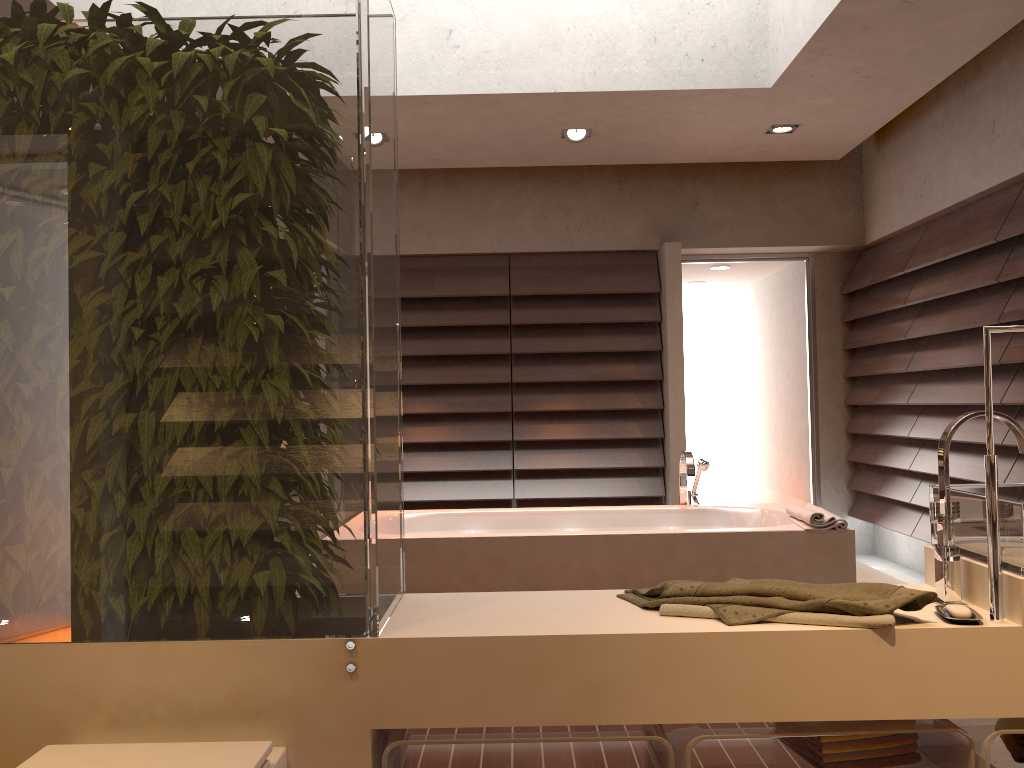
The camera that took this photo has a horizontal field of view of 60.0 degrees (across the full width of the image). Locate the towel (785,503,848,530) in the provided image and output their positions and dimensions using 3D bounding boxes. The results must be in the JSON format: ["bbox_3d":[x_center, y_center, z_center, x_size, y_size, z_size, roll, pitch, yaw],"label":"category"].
[{"bbox_3d":[1.192,0.516,3.492,0.159,0.068,0.396,-1,-1,6],"label":"towel"}]

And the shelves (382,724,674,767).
[{"bbox_3d":[0.031,0.813,1.632,0.487,0.436,0.368,-1,-1,0],"label":"shelves"}]

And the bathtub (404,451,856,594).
[{"bbox_3d":[0.290,0.698,3.822,2.000,0.761,0.994,-1,-1,0],"label":"bathtub"}]

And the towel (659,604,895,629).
[{"bbox_3d":[0.482,0.400,1.619,0.394,0.027,0.202,-2,-1,20],"label":"towel"}]

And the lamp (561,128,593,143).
[{"bbox_3d":[0.359,-1.413,4.948,0.165,0.110,0.170,-1,-1,0],"label":"lamp"}]

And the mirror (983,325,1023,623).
[{"bbox_3d":[0.963,0.106,1.478,0.316,0.589,0.074,-1,-1,3],"label":"mirror"}]

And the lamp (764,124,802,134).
[{"bbox_3d":[1.506,-1.442,4.943,0.165,0.051,0.170,-1,-1,0],"label":"lamp"}]

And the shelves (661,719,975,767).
[{"bbox_3d":[0.531,0.804,1.660,0.487,0.436,0.368,-1,-1,-2],"label":"shelves"}]

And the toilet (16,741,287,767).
[{"bbox_3d":[-0.550,0.759,1.237,0.357,0.400,0.468,-1,-1,0],"label":"toilet"}]

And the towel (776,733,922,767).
[{"bbox_3d":[0.631,0.656,1.712,0.221,0.098,0.220,-1,-1,-11],"label":"towel"}]

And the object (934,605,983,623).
[{"bbox_3d":[0.771,0.400,1.533,0.065,0.011,0.108,-1,-1,14],"label":"object"}]

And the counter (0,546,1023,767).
[{"bbox_3d":[-0.185,0.692,1.646,2.931,0.686,0.350,-1,-1,0],"label":"counter"}]

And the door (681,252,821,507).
[{"bbox_3d":[1.593,0.106,6.117,1.007,2.000,0.090,-1,-1,0],"label":"door"}]

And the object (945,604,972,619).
[{"bbox_3d":[0.771,0.393,1.533,0.035,0.016,0.066,-1,-1,12],"label":"object"}]

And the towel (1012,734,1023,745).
[{"bbox_3d":[1.058,0.664,1.635,0.192,0.062,0.192,-1,-1,-21],"label":"towel"}]

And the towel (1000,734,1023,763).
[{"bbox_3d":[1.039,0.679,1.680,0.206,0.034,0.198,-1,-1,9],"label":"towel"}]

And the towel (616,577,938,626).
[{"bbox_3d":[0.446,0.385,1.616,0.571,0.057,0.258,-2,-2,42],"label":"towel"}]

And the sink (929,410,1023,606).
[{"bbox_3d":[1.021,0.225,1.651,0.486,0.357,0.340,-1,-1,0],"label":"sink"}]

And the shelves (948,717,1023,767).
[{"bbox_3d":[1.035,0.793,1.627,0.487,0.436,0.368,-1,-1,0],"label":"shelves"}]
